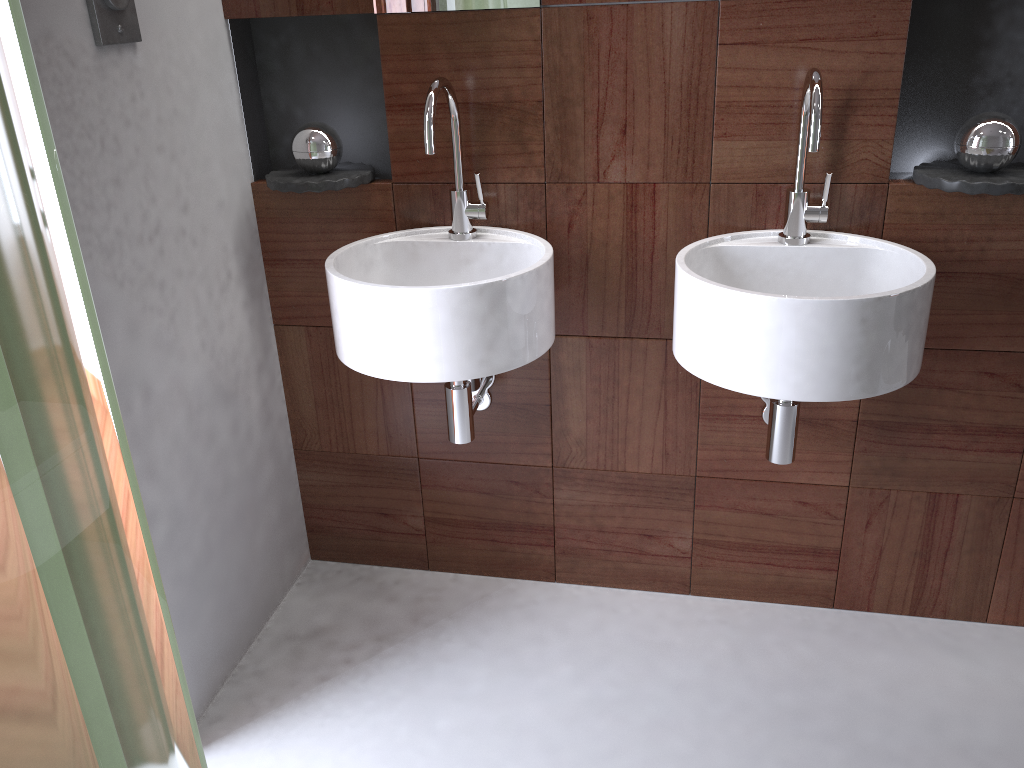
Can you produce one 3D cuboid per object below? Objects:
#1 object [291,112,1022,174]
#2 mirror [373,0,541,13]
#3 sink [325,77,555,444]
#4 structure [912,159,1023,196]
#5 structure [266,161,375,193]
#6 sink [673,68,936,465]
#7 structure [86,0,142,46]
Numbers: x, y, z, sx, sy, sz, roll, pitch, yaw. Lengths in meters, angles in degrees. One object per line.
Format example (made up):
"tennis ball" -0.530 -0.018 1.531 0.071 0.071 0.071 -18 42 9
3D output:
"object" 0.215 -0.448 1.665 1.350 0.104 0.104 3 25 12
"mirror" -0.116 -0.981 1.510 0.316 0.635 0.010 3 25 12
"sink" -0.129 -0.186 1.644 0.415 0.715 0.417 3 25 12
"structure" 0.831 -0.369 1.573 0.220 0.023 0.222 -1 24 3
"structure" -0.394 -0.428 1.830 0.222 0.023 0.220 -14 27 -25
"sink" 0.488 -0.156 1.515 0.415 0.715 0.417 3 25 12
"structure" -0.630 -0.621 1.392 0.028 0.164 0.109 3 25 12
